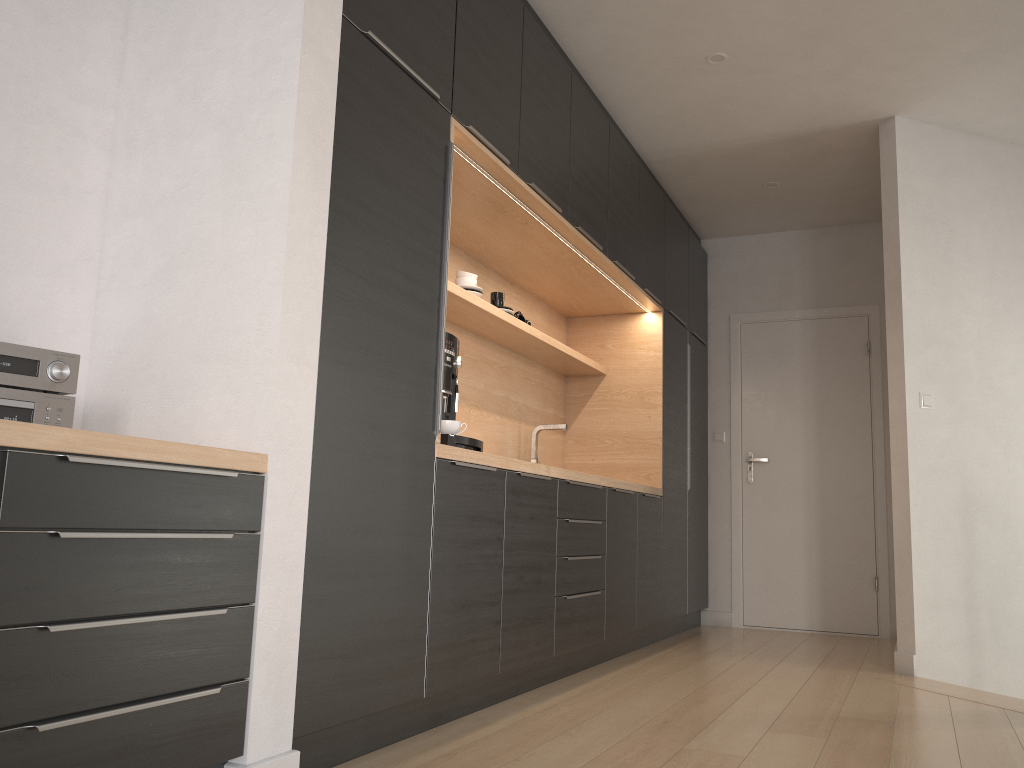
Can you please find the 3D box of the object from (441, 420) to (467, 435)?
[{"bbox_3d":[-0.215,0.153,2.929,0.099,0.057,0.095,-3,-10,27],"label":"object"}]

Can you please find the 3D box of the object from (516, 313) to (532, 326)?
[{"bbox_3d":[0.047,-0.308,4.421,0.100,0.093,0.066,-4,-11,34],"label":"object"}]

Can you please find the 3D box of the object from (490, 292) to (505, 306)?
[{"bbox_3d":[-0.068,-0.378,4.120,0.066,0.092,0.084,3,-9,-7],"label":"object"}]

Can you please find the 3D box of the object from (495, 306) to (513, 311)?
[{"bbox_3d":[-0.067,-0.335,4.120,0.145,0.025,0.145,-5,-12,38],"label":"object"}]

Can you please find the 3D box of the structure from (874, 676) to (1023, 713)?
[{"bbox_3d":[3.609,2.285,2.276,2.823,4.339,4.190,5,-10,-20],"label":"structure"}]

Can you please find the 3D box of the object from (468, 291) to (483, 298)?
[{"bbox_3d":[-0.198,-0.369,3.784,0.145,0.025,0.145,0,-9,11],"label":"object"}]

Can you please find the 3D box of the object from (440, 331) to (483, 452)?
[{"bbox_3d":[-0.323,0.058,3.187,0.584,0.398,0.618,-2,-10,25],"label":"object"}]

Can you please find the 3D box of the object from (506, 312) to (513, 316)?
[{"bbox_3d":[-0.067,-0.311,4.116,0.145,0.025,0.145,-5,-12,38],"label":"object"}]

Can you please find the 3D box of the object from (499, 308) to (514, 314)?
[{"bbox_3d":[-0.064,-0.323,4.120,0.145,0.025,0.145,-5,-12,38],"label":"object"}]

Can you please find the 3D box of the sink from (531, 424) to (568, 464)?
[{"bbox_3d":[0.302,0.463,4.530,0.512,0.518,0.626,-2,-10,24],"label":"sink"}]

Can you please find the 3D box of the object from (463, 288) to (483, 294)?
[{"bbox_3d":[-0.198,-0.379,3.789,0.145,0.025,0.145,0,-9,11],"label":"object"}]

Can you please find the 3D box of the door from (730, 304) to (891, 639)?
[{"bbox_3d":[1.941,0.546,5.865,0.974,2.136,0.085,-2,-10,24],"label":"door"}]

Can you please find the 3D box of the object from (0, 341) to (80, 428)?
[{"bbox_3d":[-1.064,0.016,1.758,0.270,0.174,0.285,-6,-12,39],"label":"object"}]

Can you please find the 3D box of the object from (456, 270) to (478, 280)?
[{"bbox_3d":[-0.196,-0.451,3.798,0.098,0.075,0.095,-5,-11,36],"label":"object"}]

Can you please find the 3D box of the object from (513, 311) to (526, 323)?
[{"bbox_3d":[0.014,-0.313,4.367,0.100,0.093,0.066,-6,-12,39],"label":"object"}]

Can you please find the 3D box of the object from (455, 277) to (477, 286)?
[{"bbox_3d":[-0.198,-0.417,3.796,0.095,0.057,0.099,2,-9,-3],"label":"object"}]

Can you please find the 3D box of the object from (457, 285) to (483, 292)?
[{"bbox_3d":[-0.197,-0.393,3.788,0.145,0.025,0.145,0,-9,11],"label":"object"}]
